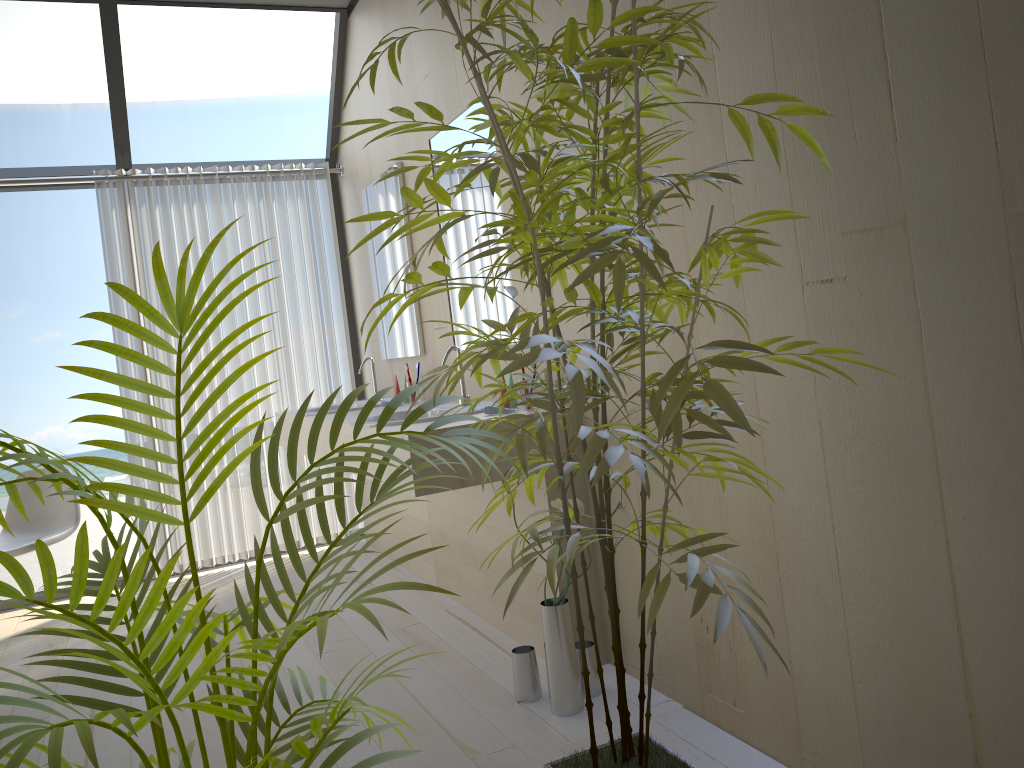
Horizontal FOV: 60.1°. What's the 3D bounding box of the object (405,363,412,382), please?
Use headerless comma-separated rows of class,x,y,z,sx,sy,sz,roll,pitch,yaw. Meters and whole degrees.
object,-0.441,-0.001,3.824,0.012,0.178,0.050,-7,0,16

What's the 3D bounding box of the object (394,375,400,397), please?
object,-0.509,0.028,3.915,0.039,0.135,0.039,-7,0,25

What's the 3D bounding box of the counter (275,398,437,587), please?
counter,-0.708,0.502,4.207,0.552,0.791,1.203,-7,2,-23

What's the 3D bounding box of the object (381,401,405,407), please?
object,-0.516,0.083,3.835,0.104,0.029,0.033,-6,1,17

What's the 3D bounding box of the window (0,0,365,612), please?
window,-2.879,-0.250,3.856,4.573,2.815,0.743,-8,0,-24

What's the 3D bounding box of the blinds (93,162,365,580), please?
blinds,-1.442,-0.124,4.680,1.186,2.071,0.084,-7,-1,-24

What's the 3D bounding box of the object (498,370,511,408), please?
object,-0.029,0.023,2.810,0.038,0.135,0.039,-7,0,18

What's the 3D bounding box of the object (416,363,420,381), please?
object,-0.417,-0.004,3.852,0.054,0.175,0.012,-7,-1,2

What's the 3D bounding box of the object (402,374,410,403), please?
object,-0.485,0.020,4.026,0.039,0.135,0.039,-7,0,25

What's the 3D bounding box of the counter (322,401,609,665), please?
counter,-0.229,0.497,3.102,0.552,0.791,1.203,-7,2,-23

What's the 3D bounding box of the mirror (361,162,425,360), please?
mirror,-0.579,-0.558,4.239,0.023,0.869,0.652,-7,0,-23

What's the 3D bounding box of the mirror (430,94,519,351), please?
mirror,-0.142,-0.566,3.301,0.023,0.869,0.652,-7,0,-23

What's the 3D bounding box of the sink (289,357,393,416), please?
sink,-0.789,0.096,4.161,0.505,0.419,0.573,-8,2,-20

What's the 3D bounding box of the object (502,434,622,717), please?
object,0.171,0.495,2.473,0.408,0.749,0.273,-7,0,-36

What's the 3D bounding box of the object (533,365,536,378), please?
object,0.062,-0.009,2.747,0.054,0.175,0.012,-7,-1,2

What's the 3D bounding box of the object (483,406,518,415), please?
object,-0.036,0.077,2.730,0.104,0.029,0.033,-6,1,17

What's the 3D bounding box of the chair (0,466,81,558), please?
chair,-2.175,0.575,3.936,0.369,0.347,0.455,-7,2,5

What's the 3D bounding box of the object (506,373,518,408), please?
object,-0.006,0.015,2.922,0.038,0.135,0.039,-7,0,18

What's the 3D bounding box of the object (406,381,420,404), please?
object,-0.428,0.039,3.852,0.059,0.100,0.058,-7,0,-17

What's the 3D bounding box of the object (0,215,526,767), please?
object,-0.456,0.415,1.145,0.915,1.157,0.752,-7,0,10

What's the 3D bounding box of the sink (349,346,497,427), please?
sink,-0.309,0.091,3.056,0.505,0.419,0.573,-8,2,-20

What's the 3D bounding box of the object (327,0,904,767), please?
object,0.173,0.031,1.487,0.786,1.757,0.935,-7,0,2

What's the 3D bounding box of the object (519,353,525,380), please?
object,0.038,-0.006,2.720,0.012,0.178,0.050,-7,0,16

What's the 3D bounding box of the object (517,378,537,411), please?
object,0.052,0.034,2.748,0.058,0.100,0.058,-7,0,-13
